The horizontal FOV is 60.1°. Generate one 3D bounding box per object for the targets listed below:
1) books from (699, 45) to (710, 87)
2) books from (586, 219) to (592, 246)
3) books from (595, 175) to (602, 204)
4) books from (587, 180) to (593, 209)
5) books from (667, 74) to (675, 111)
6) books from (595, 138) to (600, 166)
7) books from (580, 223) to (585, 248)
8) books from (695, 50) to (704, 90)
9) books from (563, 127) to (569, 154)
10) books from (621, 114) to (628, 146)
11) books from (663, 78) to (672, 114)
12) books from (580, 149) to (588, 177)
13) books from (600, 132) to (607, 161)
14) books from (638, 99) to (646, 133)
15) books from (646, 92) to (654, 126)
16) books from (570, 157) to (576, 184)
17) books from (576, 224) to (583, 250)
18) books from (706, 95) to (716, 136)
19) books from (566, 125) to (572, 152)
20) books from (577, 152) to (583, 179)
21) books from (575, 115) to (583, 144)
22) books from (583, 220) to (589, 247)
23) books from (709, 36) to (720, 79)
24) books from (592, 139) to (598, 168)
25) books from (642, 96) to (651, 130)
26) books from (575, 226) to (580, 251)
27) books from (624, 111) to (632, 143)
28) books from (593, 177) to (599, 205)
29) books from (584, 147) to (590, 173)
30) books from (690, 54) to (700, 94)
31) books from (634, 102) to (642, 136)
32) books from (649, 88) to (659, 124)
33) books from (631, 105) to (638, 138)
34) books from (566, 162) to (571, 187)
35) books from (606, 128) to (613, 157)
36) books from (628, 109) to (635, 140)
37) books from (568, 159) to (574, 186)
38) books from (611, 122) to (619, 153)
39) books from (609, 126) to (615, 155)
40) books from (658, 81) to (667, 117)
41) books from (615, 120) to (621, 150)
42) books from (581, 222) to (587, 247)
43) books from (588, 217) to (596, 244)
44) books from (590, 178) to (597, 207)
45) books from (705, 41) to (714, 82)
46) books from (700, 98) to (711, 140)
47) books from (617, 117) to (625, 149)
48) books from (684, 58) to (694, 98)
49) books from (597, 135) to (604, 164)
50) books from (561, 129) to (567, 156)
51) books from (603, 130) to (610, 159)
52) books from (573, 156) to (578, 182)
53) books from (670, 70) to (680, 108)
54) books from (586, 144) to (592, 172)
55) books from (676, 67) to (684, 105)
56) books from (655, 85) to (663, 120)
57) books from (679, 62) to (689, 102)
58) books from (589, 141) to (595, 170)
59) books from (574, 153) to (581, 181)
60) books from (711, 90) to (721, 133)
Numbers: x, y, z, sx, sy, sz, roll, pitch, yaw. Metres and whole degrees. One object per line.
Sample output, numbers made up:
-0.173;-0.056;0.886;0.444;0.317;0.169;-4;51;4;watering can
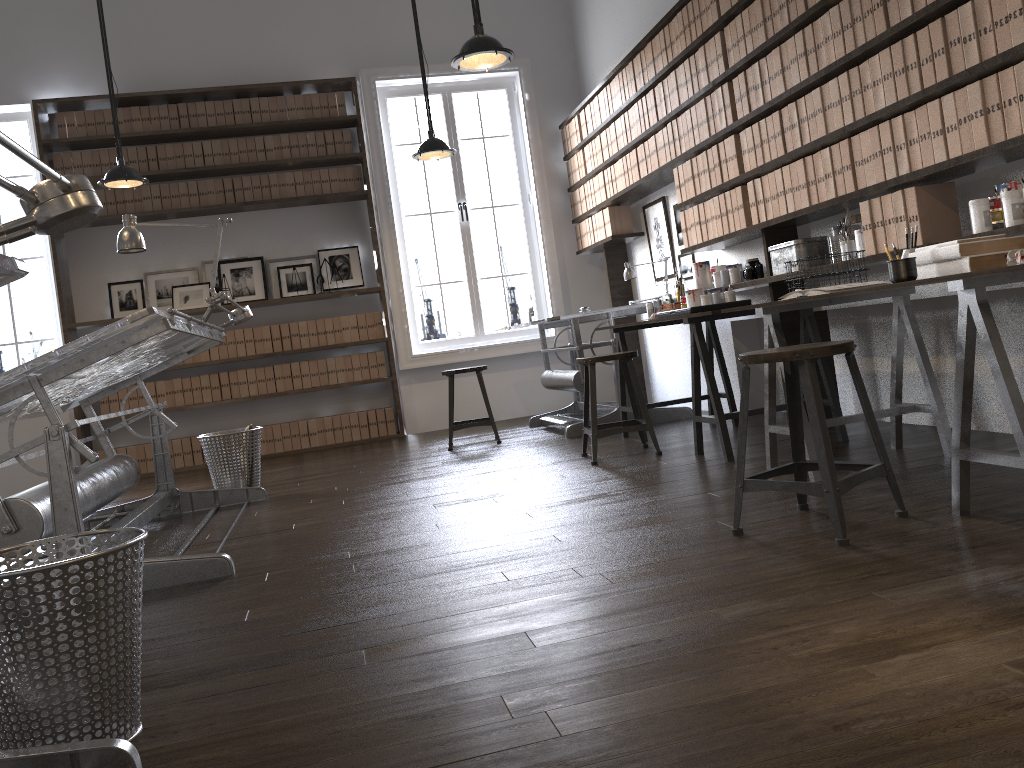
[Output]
1.136;-1.750;4.875;0.175;0.226;0.067;-8;0;-12;books
0.709;-1.252;7.268;0.175;0.226;0.066;-8;0;-12;books
0.755;-1.521;6.898;0.175;0.226;0.066;-8;0;-12;books
0.706;-1.524;7.104;0.175;0.226;0.066;-8;0;-12;books
1.044;-1.759;5.345;0.175;0.226;0.066;-8;0;-12;books
0.740;-1.785;6.800;0.175;0.225;0.066;-8;0;-12;books
0.675;-1.256;7.466;0.175;0.225;0.066;-8;0;-12;books
1.129;-1.753;4.945;0.174;0.226;0.066;-8;0;-12;books
0.540;-2.077;7.541;0.175;0.226;0.066;-8;0;-12;books
0.864;-1.773;6.182;0.175;0.226;0.067;-8;0;-12;books
1.029;-1.761;5.415;0.174;0.226;0.066;-8;0;-12;books
0.655;-1.797;7.200;0.174;0.226;0.066;-8;0;-12;books
0.771;-1.782;6.655;0.175;0.226;0.066;-8;0;-12;books
0.935;-1.767;5.834;0.175;0.226;0.067;-8;0;-12;books
0.970;-1.766;5.700;0.175;0.225;0.066;-8;0;-12;books
0.598;-1.801;7.462;0.175;0.225;0.066;-8;0;-12;books
0.654;-1.257;7.538;0.175;0.226;0.067;-8;0;-12;books
1.176;-1.486;4.888;0.175;0.226;0.066;-8;0;-12;books
0.558;-2.076;7.470;0.174;0.226;0.066;-8;0;-12;books
0.641;-1.799;7.269;0.175;0.226;0.066;-8;0;-12;books
0.616;-2.071;7.194;0.175;0.225;0.066;-8;0;-12;books
0.695;-1.253;7.339;0.175;0.226;0.067;-8;0;-12;books
1.166;-1.749;4.749;0.175;0.225;0.066;-8;0;-12;books
0.724;-1.786;6.864;0.175;0.225;0.066;-8;0;-12;books
0.952;-1.767;5.773;0.175;0.225;0.066;-8;0;-12;books
0.644;-1.259;7.612;0.175;0.226;0.066;-8;0;-12;books
0.882;-1.773;6.114;0.175;0.226;0.066;-8;0;-12;books
0.742;-1.522;6.967;0.174;0.226;0.066;-8;0;-12;books
0.681;-1.789;7.067;0.174;0.226;0.066;-8;0;-12;books
1.112;-1.754;5.013;0.175;0.226;0.066;-8;0;-12;books
0.920;-1.768;5.905;0.175;0.226;0.066;-8;0;-12;books
0.980;-1.764;5.626;0.175;0.226;0.067;-8;0;-12;books
0.909;-1.770;5.977;0.174;0.226;0.066;-8;0;-12;books
0.571;-1.804;7.602;0.175;0.226;0.066;-8;0;-12;books
0.799;-1.780;6.516;0.174;0.226;0.066;-8;0;-12;books
0.898;-1.772;6.046;0.174;0.226;0.066;-8;0;-12;books
0.581;-1.803;7.532;0.175;0.226;0.067;-8;0;-12;books
0.822;-1.777;6.379;0.175;0.226;0.067;-8;0;-12;books
0.814;-1.779;6.446;0.175;0.226;0.066;-8;0;-12;books
1.011;-1.761;5.483;0.174;0.226;0.066;-8;0;-12;books
0.840;-1.776;6.315;0.175;0.225;0.066;-8;0;-12;books
0.686;-1.255;7.402;0.175;0.225;0.066;-8;0;-12;books
0.728;-1.251;7.198;0.174;0.226;0.066;-8;0;-12;books
0.724;-1.523;7.034;0.174;0.226;0.066;-8;0;-12;books
1.154;-1.750;4.811;0.175;0.225;0.066;-8;0;-12;books
1.156;-1.486;4.953;0.175;0.226;0.067;-8;0;-12;books
0.851;-1.775;6.253;0.175;0.225;0.066;-8;0;-12;books
1.094;-1.754;5.081;0.175;0.226;0.067;-8;0;-12;books
0.750;-1.783;6.727;0.175;0.226;0.067;-8;0;-12;books
0.525;-2.078;7.611;0.175;0.226;0.067;-8;0;-12;books
0.781;-1.780;6.584;0.174;0.226;0.066;-8;0;-12;books
0.612;-1.801;7.400;0.175;0.225;0.066;-8;0;-12;books
1.052;-1.757;5.278;0.175;0.226;0.067;-8;0;-12;books
0.693;-1.787;6.996;0.175;0.226;0.066;-8;0;-12;books
1.070;-1.757;5.214;0.175;0.225;0.066;-8;0;-12;books
1.001;-1.763;5.554;0.175;0.226;0.066;-8;0;-12;books
1.081;-1.756;5.152;0.175;0.225;0.066;-8;0;-12;books
0.707;-1.786;6.925;0.175;0.226;0.067;-8;0;-12;books
0.621;-1.799;7.334;0.175;0.226;0.067;-8;0;-12;books
1.190;-1.485;4.819;0.174;0.226;0.066;-8;0;-12;books
